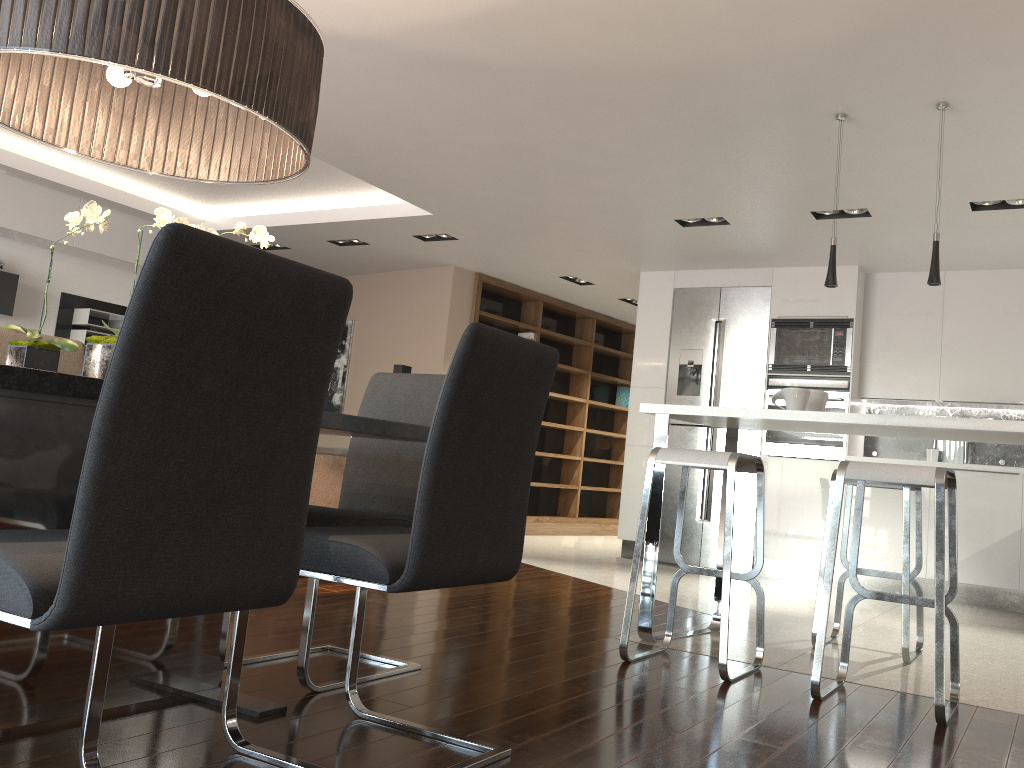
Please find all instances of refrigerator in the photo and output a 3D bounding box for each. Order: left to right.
[{"bbox_3d":[1.808,0.382,7.553,0.833,2.348,0.610,2,-8,30],"label":"refrigerator"}]

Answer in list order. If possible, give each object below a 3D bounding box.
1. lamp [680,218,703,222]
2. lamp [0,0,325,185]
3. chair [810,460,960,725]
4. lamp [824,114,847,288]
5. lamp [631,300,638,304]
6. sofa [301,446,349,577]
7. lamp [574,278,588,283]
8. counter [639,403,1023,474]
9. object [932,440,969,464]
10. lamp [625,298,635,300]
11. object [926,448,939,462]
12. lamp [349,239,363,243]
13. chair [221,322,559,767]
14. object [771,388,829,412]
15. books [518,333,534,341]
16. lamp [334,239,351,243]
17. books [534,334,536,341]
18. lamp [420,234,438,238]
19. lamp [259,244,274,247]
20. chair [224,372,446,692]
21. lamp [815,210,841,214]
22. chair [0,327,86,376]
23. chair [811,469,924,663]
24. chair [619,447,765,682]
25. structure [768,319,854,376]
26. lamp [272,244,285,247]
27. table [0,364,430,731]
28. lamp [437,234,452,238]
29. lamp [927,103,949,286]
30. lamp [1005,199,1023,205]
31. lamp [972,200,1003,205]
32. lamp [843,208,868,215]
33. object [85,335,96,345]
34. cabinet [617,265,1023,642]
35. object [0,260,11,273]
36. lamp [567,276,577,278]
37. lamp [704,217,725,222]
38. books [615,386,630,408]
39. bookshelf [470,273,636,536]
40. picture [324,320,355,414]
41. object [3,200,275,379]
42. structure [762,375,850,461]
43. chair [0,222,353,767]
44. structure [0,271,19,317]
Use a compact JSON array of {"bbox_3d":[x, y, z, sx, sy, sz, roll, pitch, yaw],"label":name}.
[{"bbox_3d":[1.266,-1.184,6.228,0.169,0.077,0.185,2,-7,31],"label":"lamp"},{"bbox_3d":[-0.861,-1.173,2.234,0.843,1.105,0.763,10,-8,-35],"label":"lamp"},{"bbox_3d":[1.305,0.680,3.014,0.401,0.802,0.450,2,-7,31],"label":"chair"},{"bbox_3d":[1.552,-0.878,4.209,0.055,0.847,0.060,2,-8,31],"label":"lamp"},{"bbox_3d":[1.339,-0.886,9.266,0.181,0.077,0.172,7,-6,-13],"label":"lamp"},{"bbox_3d":[-2.400,0.570,4.949,2.588,0.705,2.615,1,-7,41],"label":"sofa"},{"bbox_3d":[0.687,-1.020,8.494,0.181,0.077,0.172,7,-6,-13],"label":"lamp"},{"bbox_3d":[2.792,0.419,4.967,2.567,0.041,4.211,2,-6,32],"label":"counter"},{"bbox_3d":[3.384,0.458,6.791,0.277,0.336,0.063,2,-8,34],"label":"object"},{"bbox_3d":[1.219,-0.911,9.123,0.182,0.077,0.172,7,-6,-14],"label":"lamp"},{"bbox_3d":[3.231,0.551,6.760,0.094,0.117,0.090,7,-6,-10],"label":"object"},{"bbox_3d":[-1.364,-1.285,7.704,0.170,0.077,0.184,3,-6,26],"label":"lamp"},{"bbox_3d":[-0.262,0.360,2.053,0.545,0.967,0.447,2,-7,31],"label":"chair"},{"bbox_3d":[1.269,0.084,3.863,0.179,0.133,0.458,2,-7,33],"label":"object"},{"bbox_3d":[0.136,-0.405,9.128,0.182,0.248,0.045,0,-9,40],"label":"books"},{"bbox_3d":[-1.514,-1.290,7.788,0.168,0.077,0.186,1,-7,37],"label":"lamp"},{"bbox_3d":[0.175,-0.399,9.171,0.168,0.252,0.025,0,-9,40],"label":"books"},{"bbox_3d":[-0.704,-1.259,7.335,0.168,0.077,0.186,1,-7,37],"label":"lamp"},{"bbox_3d":[-2.315,-1.321,8.236,0.168,0.077,0.186,1,-7,37],"label":"lamp"},{"bbox_3d":[-0.543,0.404,2.784,0.408,0.967,0.598,2,-7,31],"label":"chair"},{"bbox_3d":[2.073,-1.153,5.777,0.169,0.077,0.185,2,-7,31],"label":"lamp"},{"bbox_3d":[-1.395,0.316,2.687,0.545,0.967,0.447,2,-7,31],"label":"chair"},{"bbox_3d":[1.653,0.809,4.029,0.401,0.802,0.450,2,-7,31],"label":"chair"},{"bbox_3d":[0.718,0.657,3.342,0.401,0.802,0.450,2,-7,31],"label":"chair"},{"bbox_3d":[2.547,-0.259,7.289,0.629,0.451,0.640,2,-7,31],"label":"structure"},{"bbox_3d":[-2.165,-1.315,8.152,0.170,0.077,0.184,3,-6,26],"label":"lamp"},{"bbox_3d":[-1.042,0.391,2.048,0.992,0.762,1.674,2,-7,32],"label":"table"},{"bbox_3d":[-0.554,-1.253,7.251,0.179,0.077,0.175,6,-6,-4],"label":"lamp"},{"bbox_3d":[1.936,-0.863,3.993,0.055,0.847,0.060,2,-8,31],"label":"lamp"},{"bbox_3d":[3.028,-1.116,5.242,0.177,0.077,0.177,5,-6,2],"label":"lamp"},{"bbox_3d":[2.878,-1.122,5.326,0.175,0.077,0.178,5,-6,7],"label":"lamp"},{"bbox_3d":[2.224,-1.147,5.693,0.173,0.077,0.180,4,-6,14],"label":"lamp"},{"bbox_3d":[-3.444,-0.342,7.518,0.069,0.094,0.377,2,-7,32],"label":"object"},{"bbox_3d":[1.289,-0.073,4.141,4.241,2.506,7.232,2,-7,32],"label":"cabinet"},{"bbox_3d":[-3.987,-0.944,6.607,0.309,0.177,0.337,2,-7,31],"label":"object"},{"bbox_3d":[0.567,-1.045,8.351,0.182,0.077,0.172,7,-6,-14],"label":"lamp"},{"bbox_3d":[1.416,-1.178,6.144,0.173,0.077,0.180,4,-6,14],"label":"lamp"},{"bbox_3d":[1.331,0.159,10.553,0.190,0.260,0.015,0,-9,40],"label":"books"},{"bbox_3d":[1.663,0.619,10.968,0.275,2.495,6.892,0,-7,40],"label":"bookshelf"},{"bbox_3d":[-1.955,-0.080,9.164,0.712,1.168,0.030,1,-8,40],"label":"picture"},{"bbox_3d":[-0.868,-0.220,2.172,0.297,0.502,0.598,2,-7,28],"label":"object"},{"bbox_3d":[2.463,0.294,7.183,0.634,0.652,0.679,2,-7,31],"label":"structure"},{"bbox_3d":[-0.650,0.265,1.438,0.545,0.967,0.447,2,-7,31],"label":"chair"},{"bbox_3d":[-4.474,-0.086,5.775,0.458,1.770,3.015,2,-7,32],"label":"structure"}]
